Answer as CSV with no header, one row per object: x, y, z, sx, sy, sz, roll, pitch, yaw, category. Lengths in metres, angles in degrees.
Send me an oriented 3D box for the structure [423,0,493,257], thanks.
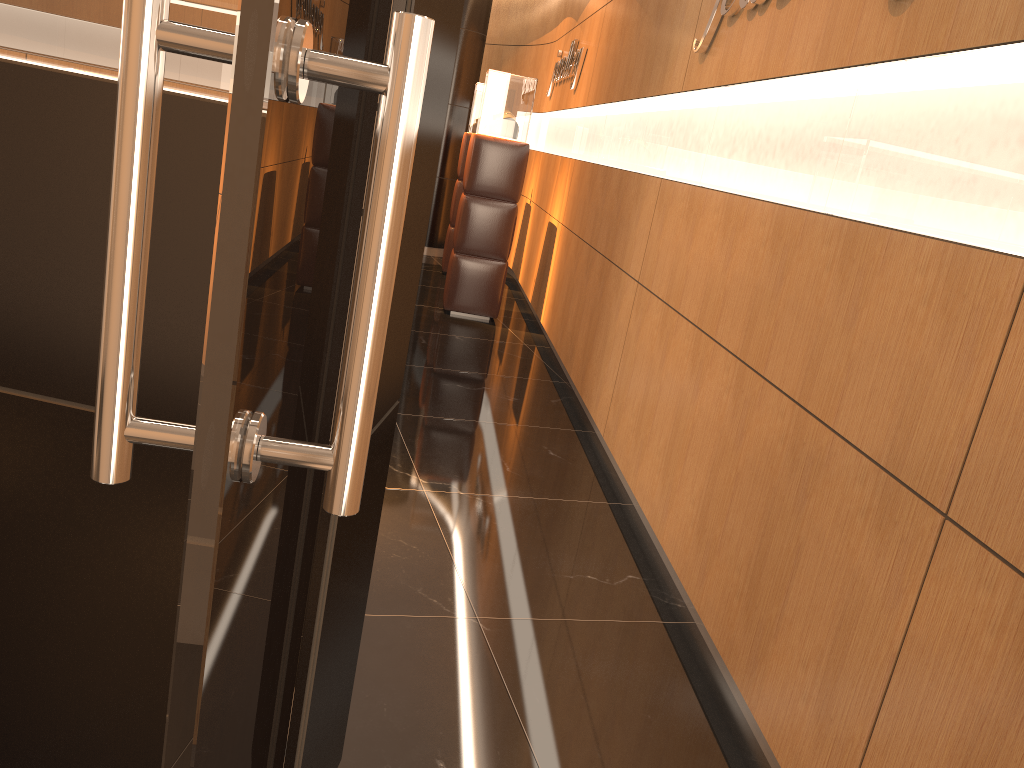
-0.763,-3.270,10.565,0.613,3.430,0.613,10,15,-3,structure

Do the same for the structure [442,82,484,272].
-0.357,-2.141,9.476,0.498,2.000,0.484,9,15,-8,structure

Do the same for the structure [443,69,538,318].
-0.184,-1.582,7.477,0.498,1.968,0.484,9,15,-8,structure

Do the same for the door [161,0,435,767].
-0.037,-0.205,0.068,0.098,3.285,2.473,9,15,-7,door

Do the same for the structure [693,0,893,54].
0.941,-1.401,2.928,0.034,0.442,2.050,9,15,-7,structure

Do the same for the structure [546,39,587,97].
0.494,-2.921,8.210,0.034,0.442,2.050,9,15,-7,structure
